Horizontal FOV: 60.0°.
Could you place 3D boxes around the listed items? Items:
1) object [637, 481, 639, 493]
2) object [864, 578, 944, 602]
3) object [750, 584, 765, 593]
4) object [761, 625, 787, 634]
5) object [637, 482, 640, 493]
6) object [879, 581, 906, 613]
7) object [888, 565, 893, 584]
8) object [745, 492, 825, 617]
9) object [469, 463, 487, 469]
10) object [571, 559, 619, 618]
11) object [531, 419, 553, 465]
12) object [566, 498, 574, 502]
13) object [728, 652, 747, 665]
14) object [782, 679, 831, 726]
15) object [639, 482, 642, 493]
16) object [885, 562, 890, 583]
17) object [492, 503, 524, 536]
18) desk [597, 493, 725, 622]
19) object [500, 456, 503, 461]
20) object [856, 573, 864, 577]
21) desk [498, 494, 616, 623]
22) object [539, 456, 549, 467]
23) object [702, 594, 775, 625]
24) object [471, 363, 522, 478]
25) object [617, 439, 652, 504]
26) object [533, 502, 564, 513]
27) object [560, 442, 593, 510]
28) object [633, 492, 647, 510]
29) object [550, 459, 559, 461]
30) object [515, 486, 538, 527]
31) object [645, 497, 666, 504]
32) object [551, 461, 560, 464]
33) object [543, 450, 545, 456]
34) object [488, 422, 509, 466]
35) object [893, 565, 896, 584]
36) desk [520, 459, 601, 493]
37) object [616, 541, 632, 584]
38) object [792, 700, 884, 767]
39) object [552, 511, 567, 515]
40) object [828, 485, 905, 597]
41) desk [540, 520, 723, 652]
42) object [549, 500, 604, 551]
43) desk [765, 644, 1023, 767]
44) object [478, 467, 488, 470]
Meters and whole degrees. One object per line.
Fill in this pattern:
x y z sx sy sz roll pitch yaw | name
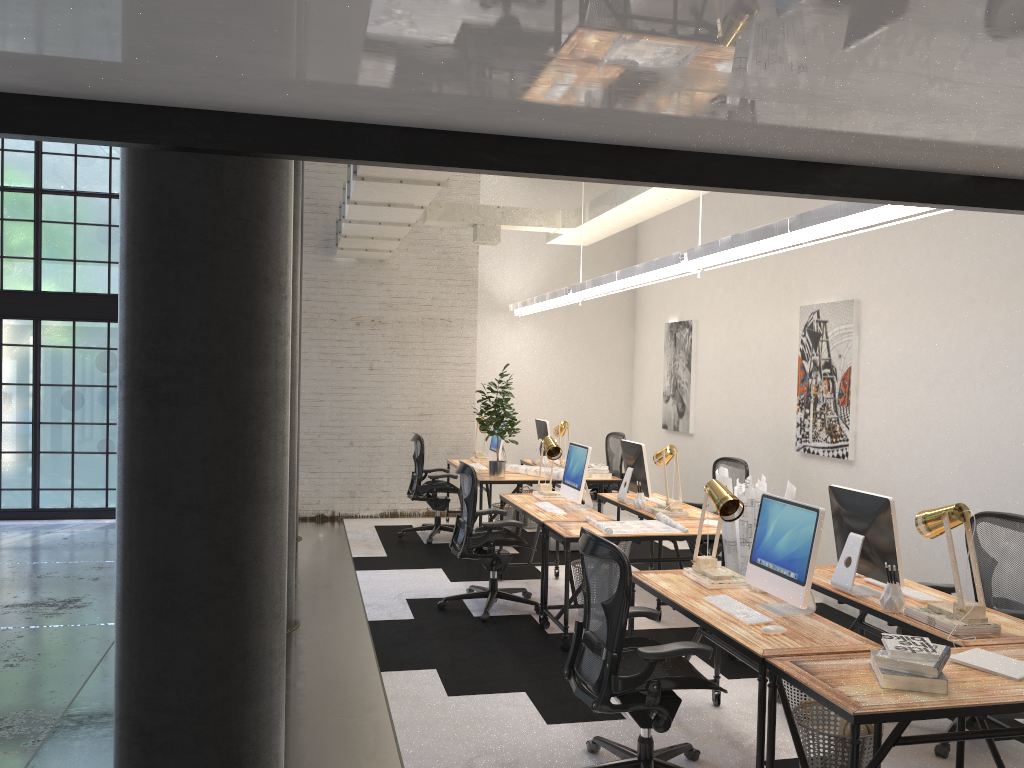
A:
0.959 0.840 6.701 0.008 0.207 0.054 0 2 -30 | object
1.869 0.986 4.249 0.118 0.018 0.438 1 1 -13 | object
1.175 0.917 4.190 0.101 0.127 0.101 2 1 32 | object
1.036 0.969 3.502 0.106 0.029 0.059 1 1 -12 | object
0.960 0.841 6.677 0.054 0.207 0.008 1 2 -26 | object
1.666 0.932 3.880 0.101 0.127 0.101 2 1 32 | object
1.658 0.891 3.866 0.054 0.207 0.008 1 2 -26 | object
1.197 0.742 3.843 0.189 0.485 0.483 1 1 -13 | object
-0.358 0.854 9.240 0.118 0.018 0.438 1 1 -13 | object
0.595 1.449 6.364 0.353 0.435 0.358 1 1 -17 | object
0.325 0.632 9.634 0.189 0.485 0.483 1 1 -13 | object
0.477 0.868 7.001 0.101 0.127 0.101 2 1 32 | object
1.482 1.510 5.462 0.353 0.398 0.353 2 1 32 | object
1.521 1.492 4.548 0.353 0.435 0.358 1 1 -17 | object
0.973 0.841 6.676 0.008 0.207 0.054 3 2 42 | object
1.657 0.890 3.890 0.008 0.207 0.054 0 2 -30 | object
-0.034 1.382 8.970 0.353 0.435 0.358 1 1 -17 | object
1.125 1.308 6.950 0.529 0.725 1.400 1 1 -13 | desk
-0.153 0.800 9.607 0.101 0.127 0.101 2 1 32 | object
1.802 0.974 4.570 0.106 0.029 0.059 1 1 -12 | object
0.299 1.291 6.765 0.529 0.725 1.400 1 1 -13 | desk
0.338 0.815 9.296 0.101 0.127 0.101 2 1 32 | object
0.969 0.970 3.824 0.118 0.018 0.438 1 1 -13 | object
-0.147 0.340 8.357 0.439 1.078 0.513 1 2 -22 | object
0.954 0.699 7.028 0.189 0.485 0.483 1 1 -13 | object
0.271 0.921 6.634 0.118 0.018 0.438 1 1 -13 | object
0.499 0.693 6.653 0.189 0.485 0.483 1 1 -13 | object
0.968 0.883 6.690 0.101 0.127 0.101 2 1 32 | object
0.475 0.857 9.986 0.106 0.029 0.059 1 1 -12 | object
0.194 1.375 9.964 0.353 0.435 0.358 1 1 -17 | object
1.171 0.937 7.060 0.118 0.018 0.438 1 1 -13 | object
0.542 0.869 9.666 0.118 0.018 0.438 1 1 -13 | object
0.344 0.774 9.281 0.008 0.207 0.054 3 2 42 | object
-0.131 0.625 9.259 0.189 0.485 0.483 1 1 -13 | object
1.671 0.891 3.865 0.008 0.207 0.054 3 2 42 | object
0.496 1.241 9.556 0.529 0.725 1.400 1 1 -13 | desk
0.823 1.442 7.358 0.353 0.435 0.358 1 1 -17 | object
1.293 1.498 3.553 0.353 0.435 0.358 1 1 -17 | object
0.338 0.920 6.313 0.106 0.029 0.059 1 1 -12 | object
1.652 0.748 4.217 0.189 0.485 0.483 1 1 -13 | object
0.938 1.316 5.913 1.401 0.725 0.529 1 1 -13 | desk
0.615 1.392 8.745 0.544 0.455 0.221 1 1 -13 | object
1.636 1.366 3.102 1.401 0.725 0.529 1 1 -13 | desk
-0.291 0.852 8.919 0.106 0.029 0.059 1 1 -12 | object
